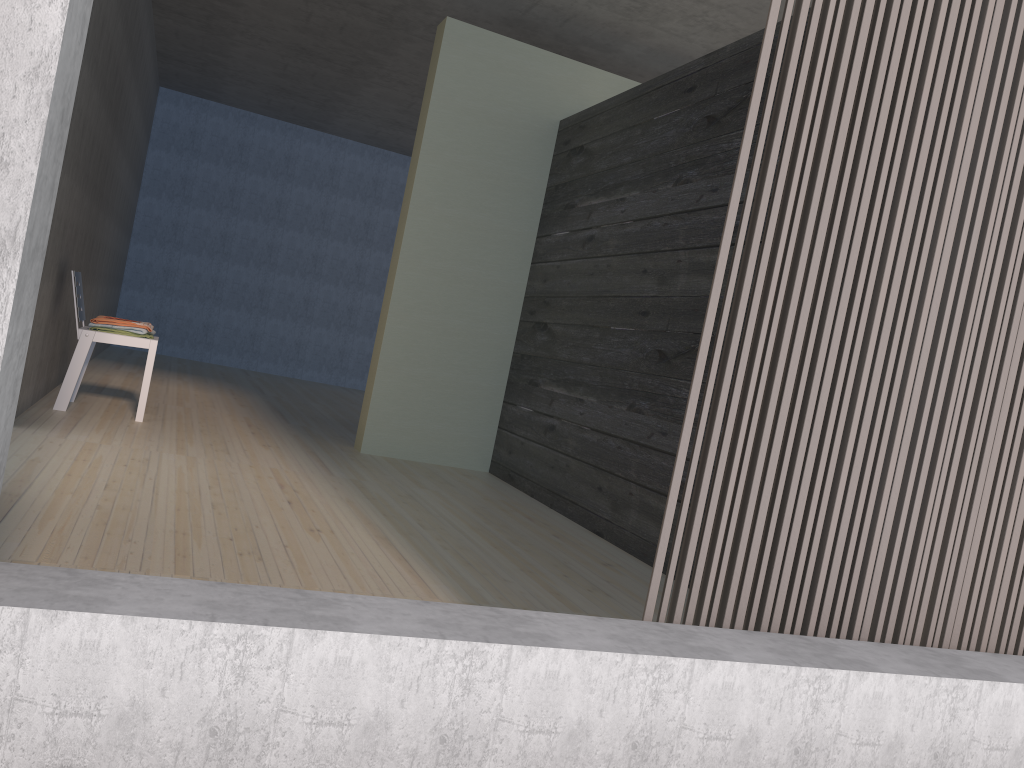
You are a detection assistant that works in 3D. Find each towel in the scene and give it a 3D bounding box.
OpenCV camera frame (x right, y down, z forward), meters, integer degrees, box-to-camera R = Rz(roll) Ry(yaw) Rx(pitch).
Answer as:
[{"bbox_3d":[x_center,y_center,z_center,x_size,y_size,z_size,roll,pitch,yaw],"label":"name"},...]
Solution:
[{"bbox_3d":[-2.037,-0.273,4.645,0.307,0.038,0.297,11,2,-23],"label":"towel"},{"bbox_3d":[-2.034,-0.318,4.643,0.294,0.046,0.297,11,2,-21],"label":"towel"},{"bbox_3d":[-2.041,-0.295,4.649,0.306,0.047,0.297,11,2,-17],"label":"towel"}]

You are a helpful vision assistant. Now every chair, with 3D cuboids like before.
[{"bbox_3d":[-2.105,-0.199,4.636,0.457,0.697,0.417,11,2,-22],"label":"chair"}]

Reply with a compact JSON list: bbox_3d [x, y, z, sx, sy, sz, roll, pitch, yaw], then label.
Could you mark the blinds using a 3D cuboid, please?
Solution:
[{"bbox_3d":[0.981,-0.548,1.884,1.133,2.744,0.069,11,2,-21],"label":"blinds"}]
